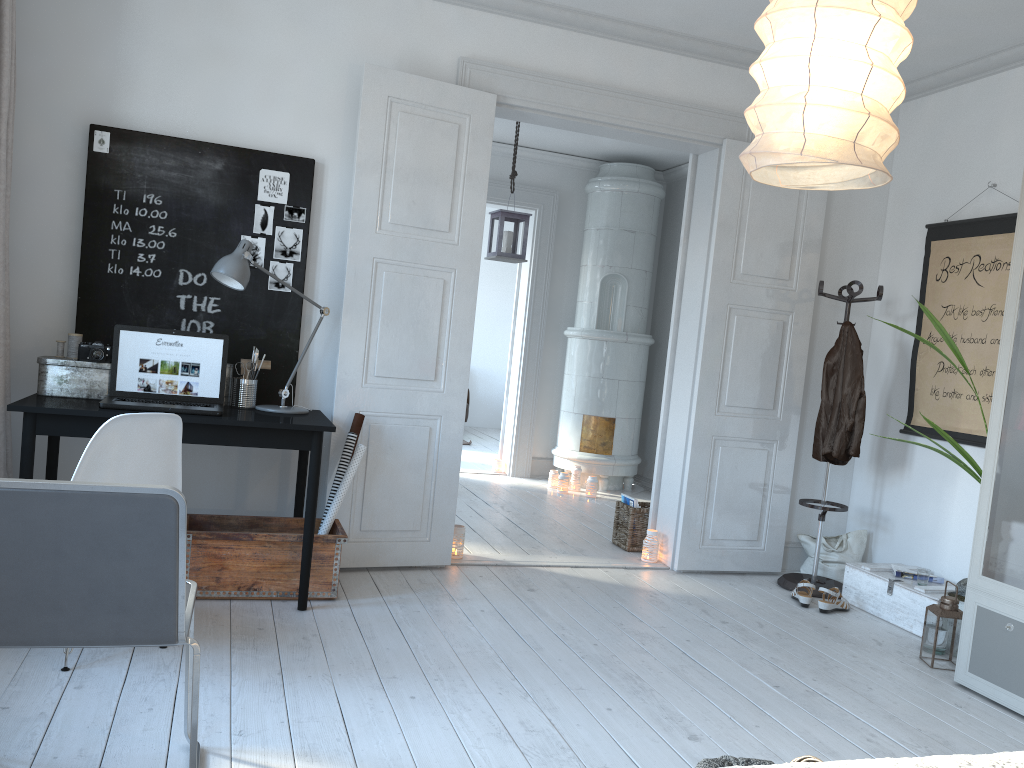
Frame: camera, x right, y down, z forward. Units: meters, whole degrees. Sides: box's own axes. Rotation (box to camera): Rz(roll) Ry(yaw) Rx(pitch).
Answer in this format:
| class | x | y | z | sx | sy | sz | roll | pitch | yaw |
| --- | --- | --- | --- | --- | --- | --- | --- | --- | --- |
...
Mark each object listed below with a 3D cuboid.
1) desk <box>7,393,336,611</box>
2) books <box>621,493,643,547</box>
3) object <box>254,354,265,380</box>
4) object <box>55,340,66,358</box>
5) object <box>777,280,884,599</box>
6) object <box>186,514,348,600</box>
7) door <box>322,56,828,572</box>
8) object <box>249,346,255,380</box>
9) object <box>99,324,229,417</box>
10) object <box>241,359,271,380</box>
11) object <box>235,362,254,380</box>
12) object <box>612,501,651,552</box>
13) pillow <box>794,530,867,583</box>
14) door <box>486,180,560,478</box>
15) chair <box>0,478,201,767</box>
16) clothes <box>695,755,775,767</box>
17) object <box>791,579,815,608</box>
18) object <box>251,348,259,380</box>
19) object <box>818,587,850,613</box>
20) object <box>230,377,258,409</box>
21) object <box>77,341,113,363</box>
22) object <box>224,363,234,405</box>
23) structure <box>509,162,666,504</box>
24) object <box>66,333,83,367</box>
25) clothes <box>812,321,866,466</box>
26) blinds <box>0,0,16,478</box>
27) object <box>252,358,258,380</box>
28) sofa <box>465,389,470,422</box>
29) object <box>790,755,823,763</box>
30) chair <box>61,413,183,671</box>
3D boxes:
| class | x | y | z | sx | sy | sz | roll | pitch | yaw |
| --- | --- | --- | --- | --- | --- | --- | --- | --- | --- |
| desk | -1.382 | 0.475 | 3.663 | 1.160 | 0.760 | 0.650 | 5 | 3 | -18 |
| books | 0.777 | 0.832 | 5.390 | 0.201 | 0.300 | 0.179 | 5 | 4 | -18 |
| object | -1.131 | -0.014 | 3.895 | 0.084 | 0.240 | 0.009 | 3 | 5 | -41 |
| object | -1.870 | -0.145 | 3.673 | 0.040 | 0.069 | 0.039 | 4 | 4 | -30 |
| object | 1.718 | 0.288 | 4.764 | 0.375 | 1.660 | 0.374 | 5 | 4 | -11 |
| object | -1.068 | 0.740 | 3.789 | 0.665 | 0.283 | 0.339 | 5 | 3 | -18 |
| door | 0.364 | -0.274 | 4.742 | 2.600 | 2.508 | 0.576 | 5 | 4 | -18 |
| object | -1.151 | -0.032 | 3.902 | 0.008 | 0.268 | 0.060 | 6 | 4 | -1 |
| object | -1.370 | -0.056 | 3.525 | 0.446 | 0.316 | 0.325 | 5 | 3 | -18 |
| object | -1.143 | -0.003 | 3.948 | 0.138 | 0.209 | 0.034 | 3 | 4 | -38 |
| object | -1.184 | -0.001 | 3.890 | 0.081 | 0.198 | 0.050 | 6 | 4 | 7 |
| object | 0.786 | 0.866 | 5.396 | 0.270 | 0.265 | 0.223 | 5 | 3 | -18 |
| pillow | 1.821 | 0.961 | 5.046 | 0.317 | 0.314 | 0.272 | 5 | 3 | -17 |
| door | -0.551 | -0.497 | 7.602 | 2.600 | 2.508 | 0.576 | 5 | 4 | -18 |
| chair | -0.983 | 0.571 | 2.021 | 0.562 | 0.798 | 0.524 | 5 | 3 | -18 |
| clothes | 0.491 | 0.952 | 1.845 | 0.246 | 0.270 | 0.297 | 5 | 3 | -17 |
| object | 1.486 | 1.047 | 4.526 | 0.099 | 0.126 | 0.272 | 7 | 3 | 14 |
| object | -1.148 | -0.029 | 3.904 | 0.012 | 0.264 | 0.062 | 7 | 4 | 24 |
| object | 1.615 | 1.065 | 4.420 | 0.099 | 0.126 | 0.272 | 9 | 4 | 44 |
| object | -1.175 | 0.040 | 3.886 | 0.108 | 0.128 | 0.108 | 6 | 3 | -3 |
| object | -1.687 | -0.132 | 3.592 | 0.137 | 0.087 | 0.073 | 5 | 3 | -18 |
| object | -1.279 | 0.003 | 3.924 | 0.079 | 0.188 | 0.078 | 3 | 4 | -39 |
| structure | 0.741 | -0.438 | 7.449 | 0.799 | 2.831 | 1.247 | 8 | 4 | 27 |
| object | -1.798 | -0.139 | 3.627 | 0.056 | 0.130 | 0.167 | 5 | 3 | -19 |
| clothes | 1.747 | 0.052 | 4.677 | 0.237 | 0.771 | 0.211 | 7 | 4 | 15 |
| blinds | -1.964 | -0.522 | 3.315 | 0.225 | 2.650 | 0.830 | 5 | 4 | -18 |
| object | -1.144 | -0.006 | 3.897 | 0.009 | 0.222 | 0.082 | 7 | 4 | 11 |
| sofa | -1.633 | 0.076 | 10.868 | 2.166 | 0.825 | 0.967 | 5 | 3 | -18 |
| object | 0.507 | 0.960 | 1.790 | 0.319 | 0.351 | 0.319 | 7 | 3 | 14 |
| chair | -1.392 | 0.471 | 2.986 | 0.553 | 0.825 | 0.474 | 8 | 4 | 37 |
